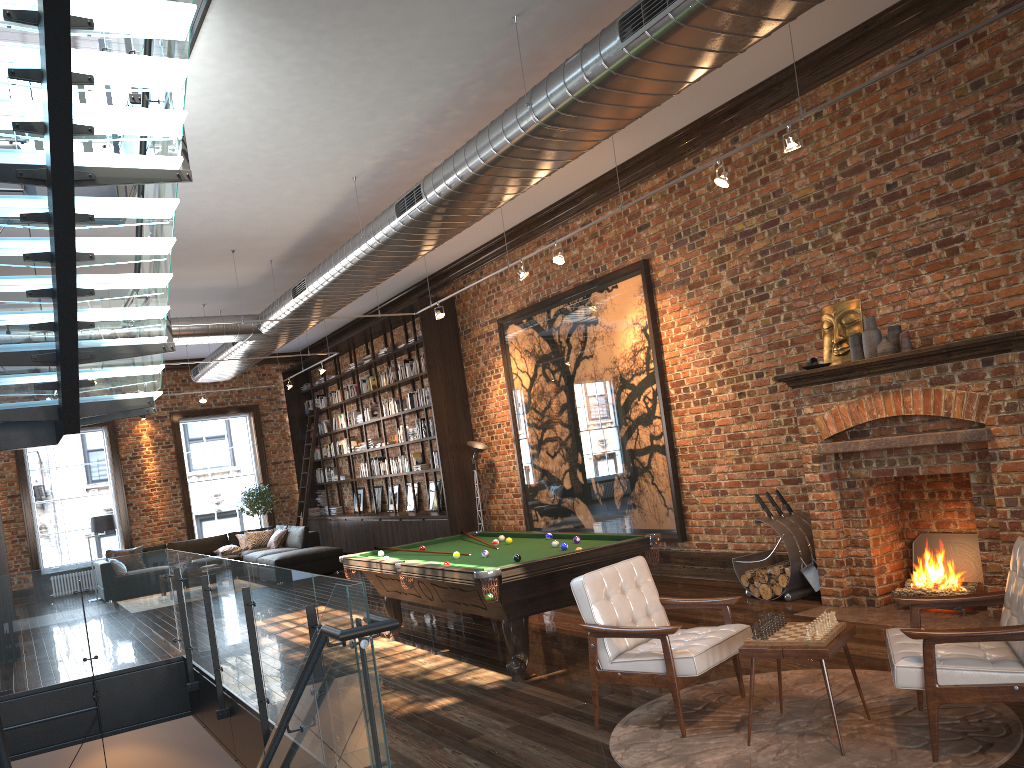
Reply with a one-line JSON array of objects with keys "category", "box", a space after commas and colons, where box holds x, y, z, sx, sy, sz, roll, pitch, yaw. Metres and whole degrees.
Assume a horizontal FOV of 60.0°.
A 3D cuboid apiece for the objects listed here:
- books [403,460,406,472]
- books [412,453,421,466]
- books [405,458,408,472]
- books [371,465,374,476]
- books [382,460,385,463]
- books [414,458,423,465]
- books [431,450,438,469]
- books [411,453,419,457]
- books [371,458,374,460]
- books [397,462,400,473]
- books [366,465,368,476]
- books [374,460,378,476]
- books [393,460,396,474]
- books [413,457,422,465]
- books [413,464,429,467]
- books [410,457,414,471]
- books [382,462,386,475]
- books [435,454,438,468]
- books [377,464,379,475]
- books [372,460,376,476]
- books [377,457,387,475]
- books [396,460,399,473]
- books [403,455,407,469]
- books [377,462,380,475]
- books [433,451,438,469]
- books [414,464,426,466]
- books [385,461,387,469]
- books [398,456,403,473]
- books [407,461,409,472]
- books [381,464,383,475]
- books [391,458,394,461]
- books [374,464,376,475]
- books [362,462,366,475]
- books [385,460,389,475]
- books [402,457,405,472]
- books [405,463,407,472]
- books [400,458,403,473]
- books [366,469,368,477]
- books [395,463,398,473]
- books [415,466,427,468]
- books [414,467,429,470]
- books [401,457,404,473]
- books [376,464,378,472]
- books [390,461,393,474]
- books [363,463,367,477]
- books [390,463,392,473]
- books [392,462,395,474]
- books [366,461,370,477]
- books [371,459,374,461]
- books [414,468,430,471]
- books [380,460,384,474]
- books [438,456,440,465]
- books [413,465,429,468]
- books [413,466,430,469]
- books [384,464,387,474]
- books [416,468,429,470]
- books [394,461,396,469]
[{"category": "books", "box": [-1.761, 1.400, 15.208, 0.182, 0.207, 0.029, -7, 0, -30]}, {"category": "books", "box": [-1.593, 1.317, 14.939, 0.158, 0.285, 0.014, -8, 0, -30]}, {"category": "books", "box": [-1.728, 1.377, 15.145, 0.174, 0.234, 0.027, -7, 0, -30]}, {"category": "books", "box": [-2.550, 1.612, 16.591, 0.174, 0.206, 0.031, -7, 0, -30]}, {"category": "books", "box": [-2.264, 1.509, 16.096, 0.175, 0.256, 0.014, -7, 0, -30]}, {"category": "books", "box": [-1.558, 1.346, 14.891, 0.136, 0.210, 0.036, -7, 0, -30]}, {"category": "books", "box": [-1.226, 1.212, 14.232, 0.171, 0.284, 0.067, -7, 0, -30]}, {"category": "books", "box": [-1.626, 1.318, 14.992, 0.148, 0.300, 0.013, -8, 0, -30]}, {"category": "books", "box": [-2.611, 1.563, 16.707, 0.143, 0.337, 0.013, -8, 0, -30]}, {"category": "books", "box": [-1.910, 1.446, 15.463, 0.164, 0.196, 0.027, -7, 0, -30]}, {"category": "books", "box": [-2.659, 1.616, 16.782, 0.182, 0.256, 0.029, -7, 0, -30]}, {"category": "books", "box": [-2.436, 1.539, 16.387, 0.184, 0.288, 0.016, -7, 0, -30]}, {"category": "books", "box": [-1.996, 1.445, 15.622, 0.178, 0.246, 0.032, -7, 0, -30]}, {"category": "books", "box": [-1.578, 1.342, 14.919, 0.140, 0.229, 0.032, -7, 0, -30]}, {"category": "books", "box": [-1.497, 1.347, 14.662, 0.159, 0.012, 0.340, -6, -5, -27]}, {"category": "books", "box": [-1.632, 1.343, 14.957, 0.175, 0.246, 0.039, -7, 0, -30]}, {"category": "books", "box": [-2.255, 1.526, 16.073, 0.190, 0.218, 0.033, -7, 0, -30]}, {"category": "books", "box": [-1.116, 1.213, 14.039, 0.188, 0.223, 0.035, -7, 0, -30]}, {"category": "books", "box": [-2.380, 1.564, 16.292, 0.169, 0.210, 0.033, -7, 0, -30]}, {"category": "books", "box": [-2.508, 1.558, 16.544, 0.154, 0.294, 0.030, -8, 0, -30]}, {"category": "books", "box": [-2.349, 1.499, 16.214, 0.185, 0.317, 0.015, -7, 0, -30]}, {"category": "books", "box": [-1.933, 1.431, 15.504, 0.165, 0.238, 0.034, -7, 0, -30]}, {"category": "books", "box": [-1.775, 1.359, 15.228, 0.177, 0.297, 0.014, -7, 0, -30]}, {"category": "books", "box": [-2.364, 1.537, 16.241, 0.186, 0.251, 0.051, -7, 0, -30]}, {"category": "books", "box": [-1.160, 1.204, 14.126, 0.171, 0.266, 0.038, -7, 0, -30]}, {"category": "books", "box": [-1.505, 1.335, 14.659, 0.161, 0.012, 0.307, -6, -5, -22]}, {"category": "books", "box": [-2.191, 1.496, 15.985, 0.160, 0.254, 0.015, -7, 0, -30]}, {"category": "books", "box": [-1.891, 1.394, 15.444, 0.151, 0.292, 0.031, -8, 0, -30]}, {"category": "books", "box": [-1.699, 1.395, 15.091, 0.168, 0.183, 0.027, -7, 0, -30]}, {"category": "books", "box": [-2.289, 1.542, 16.139, 0.190, 0.205, 0.025, -7, 0, -30]}, {"category": "books", "box": [-2.064, 1.449, 15.748, 0.145, 0.275, 0.013, -8, 0, -30]}, {"category": "books", "box": [-2.461, 1.548, 16.437, 0.184, 0.285, 0.015, -7, 0, -30]}, {"category": "books", "box": [-2.750, 1.633, 16.959, 0.180, 0.276, 0.084, -7, 0, -30]}, {"category": "books", "box": [-2.181, 1.483, 15.945, 0.158, 0.269, 0.032, -7, 0, -30]}, {"category": "books", "box": [-1.800, 1.381, 15.267, 0.160, 0.264, 0.033, -7, 0, -30]}, {"category": "books", "box": [-1.739, 1.396, 15.169, 0.166, 0.204, 0.028, -7, 0, -30]}, {"category": "books", "box": [-1.835, 1.401, 15.331, 0.190, 0.245, 0.031, -7, 0, -30]}, {"category": "books", "box": [-2.689, 1.665, 16.863, 0.170, 0.180, 0.028, -7, 0, -30]}, {"category": "books", "box": [-1.952, 1.463, 15.530, 0.173, 0.184, 0.034, -7, 0, -30]}, {"category": "books", "box": [-1.492, 1.371, 14.663, 0.160, 0.012, 0.305, -6, -5, -26]}, {"category": "books", "box": [-1.491, 1.395, 14.662, 0.160, 0.012, 0.305, -6, -5, -25]}, {"category": "books", "box": [-1.805, 1.385, 15.290, 0.180, 0.261, 0.012, -7, 0, -30]}, {"category": "books", "box": [-2.395, 1.569, 16.309, 0.179, 0.206, 0.012, -7, 0, -30]}, {"category": "books", "box": [-2.059, 1.467, 15.723, 0.166, 0.234, 0.032, -7, 0, -30]}, {"category": "books", "box": [-2.723, 1.631, 16.878, 0.188, 0.260, 0.027, -7, 0, -30]}, {"category": "books", "box": [-2.106, 1.500, 15.838, 0.157, 0.201, 0.028, -7, 0, -30]}, {"category": "books", "box": [-2.032, 1.475, 15.703, 0.169, 0.208, 0.028, -7, 0, -30]}, {"category": "books", "box": [-2.651, 1.591, 16.762, 0.183, 0.301, 0.016, -7, 0, -30]}, {"category": "books", "box": [-2.596, 1.572, 16.685, 0.169, 0.311, 0.039, -8, 0, -30]}, {"category": "books", "box": [-1.490, 1.419, 14.661, 0.159, 0.012, 0.340, -6, -5, -28]}, {"category": "books", "box": [-2.315, 1.521, 16.179, 0.170, 0.258, 0.013, -7, 0, -30]}, {"category": "books", "box": [-1.076, 1.200, 13.989, 0.157, 0.229, 0.036, -7, 0, -30]}, {"category": "books", "box": [-1.504, 1.360, 14.658, 0.160, 0.012, 0.300, -5, -5, -30]}, {"category": "books", "box": [-1.494, 1.383, 14.661, 0.159, 0.012, 0.340, -6, -5, -28]}, {"category": "books", "box": [-2.227, 1.538, 16.054, 0.148, 0.182, 0.026, -7, 0, -30]}, {"category": "books", "box": [-1.487, 1.407, 14.663, 0.159, 0.012, 0.341, -6, -5, -26]}, {"category": "books", "box": [-1.966, 1.450, 15.558, 0.173, 0.217, 0.027, -7, 0, -30]}]
